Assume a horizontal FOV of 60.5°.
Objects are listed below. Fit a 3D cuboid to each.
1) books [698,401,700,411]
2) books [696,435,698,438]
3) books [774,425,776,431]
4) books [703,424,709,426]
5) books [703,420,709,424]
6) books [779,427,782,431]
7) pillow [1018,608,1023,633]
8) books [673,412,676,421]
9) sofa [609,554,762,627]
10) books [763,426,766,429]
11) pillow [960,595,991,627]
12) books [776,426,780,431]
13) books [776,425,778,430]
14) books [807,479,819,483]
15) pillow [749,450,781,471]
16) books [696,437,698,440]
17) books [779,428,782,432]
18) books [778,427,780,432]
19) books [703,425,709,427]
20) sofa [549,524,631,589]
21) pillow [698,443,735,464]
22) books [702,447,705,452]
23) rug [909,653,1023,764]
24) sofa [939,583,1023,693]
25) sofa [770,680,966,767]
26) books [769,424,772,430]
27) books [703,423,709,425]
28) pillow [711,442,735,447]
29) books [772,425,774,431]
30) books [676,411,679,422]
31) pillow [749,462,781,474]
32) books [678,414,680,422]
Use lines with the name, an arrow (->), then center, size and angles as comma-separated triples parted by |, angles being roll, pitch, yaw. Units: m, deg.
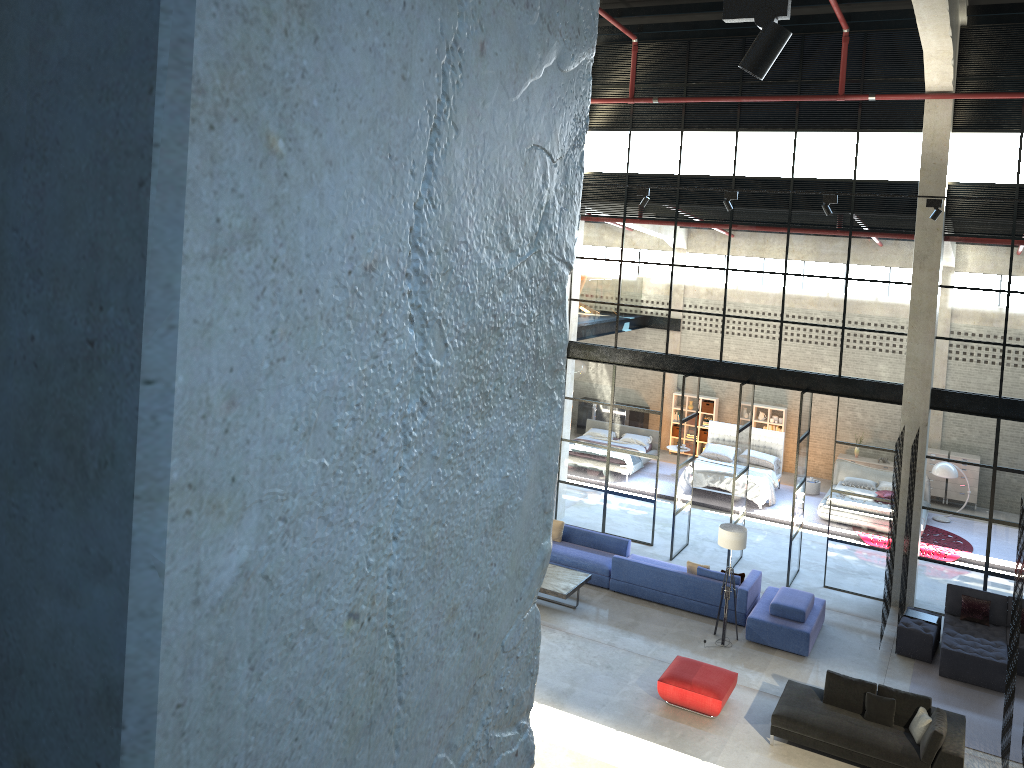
books -> 5.315, 0.590, 24.786 | 0.087, 0.318, 0.253 | 5, 5, 28
books -> 5.132, 1.456, 24.877 | 0.284, 0.055, 0.231 | 9, 11, 28
books -> 7.130, 1.279, 23.777 | 0.056, 0.339, 0.253 | 5, 5, 28
books -> 5.514, 1.133, 24.662 | 0.253, 0.025, 0.209 | 9, 11, 28
books -> 5.518, 1.076, 24.659 | 0.258, 0.046, 0.215 | 9, 11, 28
books -> 7.238, 1.322, 23.718 | 0.027, 0.286, 0.254 | 5, 5, 28
pillow -> 7.936, 3.648, 13.428 | 0.409, 0.375, 0.192 | 7, 5, 28
books -> 4.656, 0.927, 25.107 | 0.019, 0.260, 0.176 | 5, 4, 28
sofa -> 2.956, 3.300, 14.957 | 2.350, 0.718, 1.060 | 9, 9, 28
books -> 6.845, 1.275, 23.874 | 0.089, 0.274, 0.187 | 5, 4, 28
pillow -> 7.276, 3.556, 13.774 | 0.416, 0.343, 0.236 | 7, 6, 29
books -> 7.196, 1.296, 23.741 | 0.036, 0.330, 0.253 | 5, 5, 28
books -> 7.170, 1.296, 23.755 | 0.020, 0.318, 0.253 | 5, 5, 28
books -> 7.414, 2.384, 21.626 | 0.230, 0.046, 0.302 | 10, 12, 33
pillow -> 6.082, 1.834, 21.620 | 0.986, 0.290, 0.696 | 9, 10, 30
books -> 5.129, 1.512, 24.879 | 0.311, 0.055, 0.231 | 9, 11, 28
books -> 7.255, 1.334, 23.699 | 0.022, 0.273, 0.254 | 5, 5, 28
books -> 7.225, 1.320, 23.745 | 0.020, 0.279, 0.254 | 5, 5, 28
books -> 5.513, 1.155, 24.662 | 0.258, 0.071, 0.215 | 9, 10, 28
sofa -> 0.898, 3.028, 16.081 | 2.350, 0.600, 1.060 | 9, 9, 28
pillow -> 5.215, 1.746, 21.974 | 1.033, 0.371, 0.669 | 9, 10, 31
books -> 5.408, 1.889, 24.767 | 0.077, 0.198, 0.149 | 5, 5, 28
rug -> 7.256, 4.530, 11.612 | 3.652, 0.020, 2.665 | 9, 11, 28
sofa -> 8.423, 4.016, 12.486 | 4.177, 0.864, 1.836 | 9, 10, 28
sofa -> 4.324, 4.213, 10.689 | 2.120, 0.558, 1.088 | 9, 10, 28
books -> 7.026, 1.268, 23.833 | 0.069, 0.333, 0.253 | 5, 5, 28
books -> 5.517, 1.111, 24.657 | 0.250, 0.019, 0.216 | 9, 11, 28
pillow -> 5.443, 1.720, 22.197 | 1.060, 0.320, 0.492 | 9, 9, 28
books -> 7.110, 1.276, 23.808 | 0.065, 0.332, 0.253 | 5, 5, 28
books -> 4.738, 0.929, 25.056 | 0.049, 0.285, 0.185 | 5, 4, 28
pillow -> 6.116, 1.921, 21.687 | 0.966, 0.328, 0.719 | 9, 10, 29
books -> 4.781, 0.973, 25.048 | 0.075, 0.203, 0.159 | 5, 5, 28
